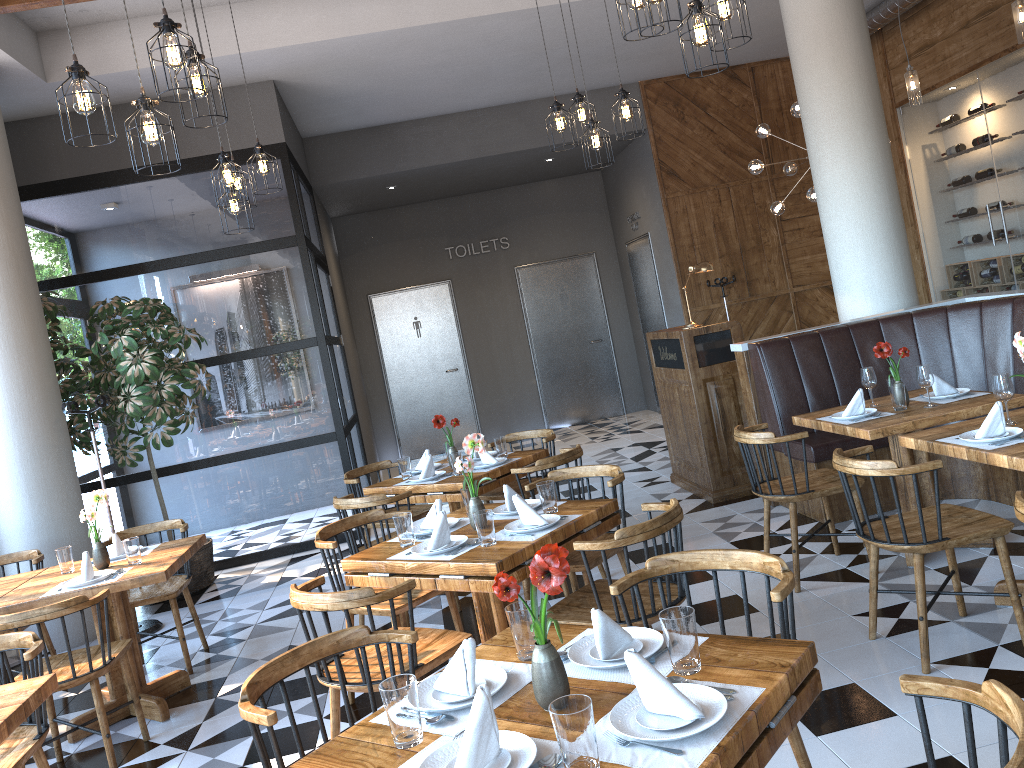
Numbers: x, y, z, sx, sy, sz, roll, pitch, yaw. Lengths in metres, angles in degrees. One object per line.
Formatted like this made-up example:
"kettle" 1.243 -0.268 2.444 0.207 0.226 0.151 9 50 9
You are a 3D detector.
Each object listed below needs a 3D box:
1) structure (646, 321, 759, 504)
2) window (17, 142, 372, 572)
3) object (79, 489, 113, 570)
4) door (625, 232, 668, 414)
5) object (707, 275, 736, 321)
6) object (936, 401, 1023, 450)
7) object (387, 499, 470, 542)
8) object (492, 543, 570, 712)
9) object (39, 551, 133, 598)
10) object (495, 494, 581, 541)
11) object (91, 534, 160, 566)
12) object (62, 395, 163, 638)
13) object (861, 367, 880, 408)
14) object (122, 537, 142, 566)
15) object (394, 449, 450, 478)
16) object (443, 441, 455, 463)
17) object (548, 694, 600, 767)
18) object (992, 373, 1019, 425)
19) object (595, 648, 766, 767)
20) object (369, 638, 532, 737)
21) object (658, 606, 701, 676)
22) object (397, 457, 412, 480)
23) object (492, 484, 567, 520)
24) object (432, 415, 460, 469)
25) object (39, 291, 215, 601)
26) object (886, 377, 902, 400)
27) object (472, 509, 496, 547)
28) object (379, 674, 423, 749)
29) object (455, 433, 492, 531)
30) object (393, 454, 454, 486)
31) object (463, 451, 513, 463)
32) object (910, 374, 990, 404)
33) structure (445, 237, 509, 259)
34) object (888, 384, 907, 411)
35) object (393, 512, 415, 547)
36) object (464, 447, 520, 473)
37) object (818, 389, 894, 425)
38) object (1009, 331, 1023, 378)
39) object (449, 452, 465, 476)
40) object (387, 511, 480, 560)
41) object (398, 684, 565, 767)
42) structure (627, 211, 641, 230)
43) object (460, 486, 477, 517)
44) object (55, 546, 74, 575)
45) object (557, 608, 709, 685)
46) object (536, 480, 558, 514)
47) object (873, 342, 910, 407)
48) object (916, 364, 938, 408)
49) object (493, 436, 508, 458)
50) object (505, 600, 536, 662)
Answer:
"structure" 1.612 0.164 7.100 0.646 1.299 1.046 -11 2 -6
"window" -3.035 -0.150 8.673 2.730 3.545 2.187 -11 2 -6
"object" -2.118 0.748 4.558 0.146 0.400 0.206 -12 2 -14
"door" 1.852 -0.744 11.648 0.114 2.391 1.207 -11 2 -6
"object" 2.528 -0.397 10.076 0.374 1.657 0.376 -11 2 16
"object" 1.921 0.151 3.573 0.272 0.137 0.352 -12 3 -6
"object" -0.352 0.576 3.916 0.271 0.137 0.354 -9 4 39
"object" 0.077 0.517 1.866 0.157 0.355 0.170 -13 2 -41
"object" -2.066 0.890 4.288 0.352 0.137 0.272 -12 3 -6
"object" 0.068 0.515 3.589 0.271 0.137 0.354 -9 4 39
"object" -2.135 0.869 4.816 0.352 0.137 0.272 -12 3 -6
"object" -2.760 0.911 6.085 0.374 1.657 0.376 -11 2 16
"object" 1.965 0.017 4.861 0.081 0.215 0.081 -12 2 -15
"object" -1.925 0.851 4.497 0.080 0.132 0.080 -12 2 -21
"object" -0.578 0.497 5.786 0.271 0.137 0.354 -9 4 39
"object" -0.410 0.457 5.922 0.080 0.132 0.080 -11 2 19
"object" 0.117 0.640 1.596 0.080 0.132 0.080 -11 2 9
"object" 2.096 0.064 3.765 0.081 0.215 0.081 -12 2 -15
"object" 0.291 0.594 1.739 0.271 0.137 0.354 -9 4 39
"object" -0.129 0.655 2.066 0.271 0.137 0.354 -9 4 39
"object" 0.374 0.566 1.949 0.080 0.132 0.080 -11 2 -1
"object" -0.671 0.532 5.580 0.080 0.132 0.080 -12 2 -31
"object" 0.017 0.501 3.963 0.350 0.137 0.273 -8 4 39
"object" -0.411 0.362 5.646 0.170 0.355 0.157 -10 2 41
"object" -3.100 0.452 6.828 1.639 2.589 1.377 -12 2 -23
"object" 2.095 0.035 4.834 0.080 0.132 0.080 -11 2 -6
"object" -0.103 0.561 3.442 0.080 0.132 0.080 -11 2 9
"object" -0.228 0.691 1.864 0.080 0.132 0.080 -11 2 -1
"object" -0.147 0.414 3.741 0.146 0.400 0.207 -11 2 5
"object" -0.527 0.512 5.411 0.350 0.137 0.273 -8 4 39
"object" -0.209 0.421 5.833 0.350 0.137 0.273 -8 4 39
"object" 2.303 0.000 4.716 0.272 0.137 0.352 -12 3 -6
"structure" -0.492 -1.926 12.571 0.916 0.166 0.035 -12 1 -7
"object" 2.001 0.070 4.586 0.080 0.132 0.080 -12 2 -21
"object" -0.448 0.612 3.710 0.080 0.132 0.080 -11 2 9
"object" -0.158 0.436 5.459 0.271 0.137 0.354 -9 4 39
"object" 1.791 0.104 4.664 0.272 0.137 0.352 -12 3 -6
"object" 2.132 -0.027 3.607 0.146 0.400 0.207 -11 2 1
"object" -0.326 0.481 5.312 0.080 0.132 0.080 -11 2 9
"object" -0.301 0.591 3.541 0.350 0.137 0.273 -8 4 39
"object" -0.078 0.670 1.691 0.350 0.137 0.273 -8 4 39
"structure" 1.601 -2.122 11.574 0.025 0.197 0.566 -11 3 -6
"object" -0.187 0.537 4.052 0.080 0.132 0.080 -11 2 9
"object" -2.332 0.922 4.629 0.080 0.132 0.080 -12 2 -21
"object" 0.240 0.579 2.113 0.350 0.137 0.273 -8 4 39
"object" 0.154 0.487 3.795 0.080 0.132 0.080 -11 2 9
"object" 2.023 -0.055 4.702 0.156 0.355 0.171 -12 2 -13
"object" 2.114 0.010 4.518 0.081 0.215 0.081 -10 2 25
"object" -0.069 0.407 5.665 0.080 0.132 0.080 -11 2 19
"object" 0.033 0.616 2.207 0.080 0.132 0.080 -11 2 -1
